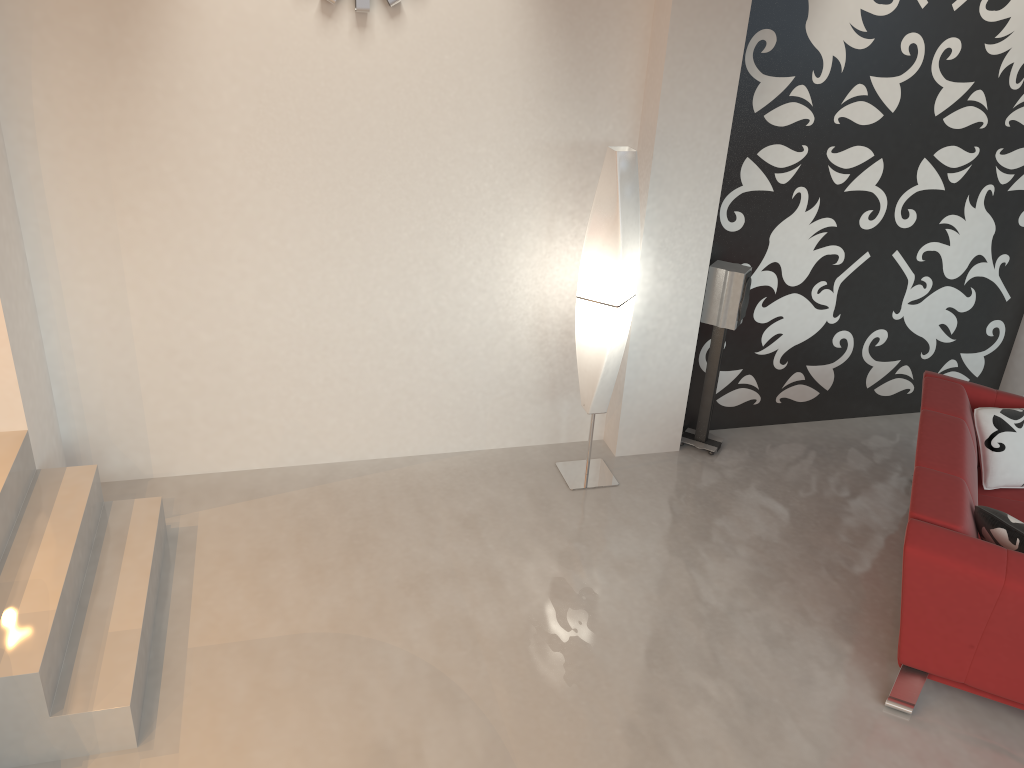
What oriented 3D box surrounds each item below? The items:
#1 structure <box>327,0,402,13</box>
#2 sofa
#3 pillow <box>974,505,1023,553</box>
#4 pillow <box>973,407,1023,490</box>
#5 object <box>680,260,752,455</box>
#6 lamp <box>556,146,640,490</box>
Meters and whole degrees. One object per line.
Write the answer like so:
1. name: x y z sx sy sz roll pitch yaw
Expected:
1. structure: -0.635 -1.887 3.734 0.596 0.596 0.090 -4 27 -15
2. sofa: 2.231 0.663 3.970 0.951 0.738 1.929 14 28 21
3. pillow: 2.031 0.685 3.497 0.288 0.343 0.402 -7 28 -21
4. pillow: 2.459 0.309 4.316 0.402 0.343 0.288 0 26 -8
5. object: 1.149 -0.135 5.028 0.229 1.112 0.214 17 29 25
6. lamp: 0.463 -0.297 4.514 0.313 1.779 0.313 0 26 -7
